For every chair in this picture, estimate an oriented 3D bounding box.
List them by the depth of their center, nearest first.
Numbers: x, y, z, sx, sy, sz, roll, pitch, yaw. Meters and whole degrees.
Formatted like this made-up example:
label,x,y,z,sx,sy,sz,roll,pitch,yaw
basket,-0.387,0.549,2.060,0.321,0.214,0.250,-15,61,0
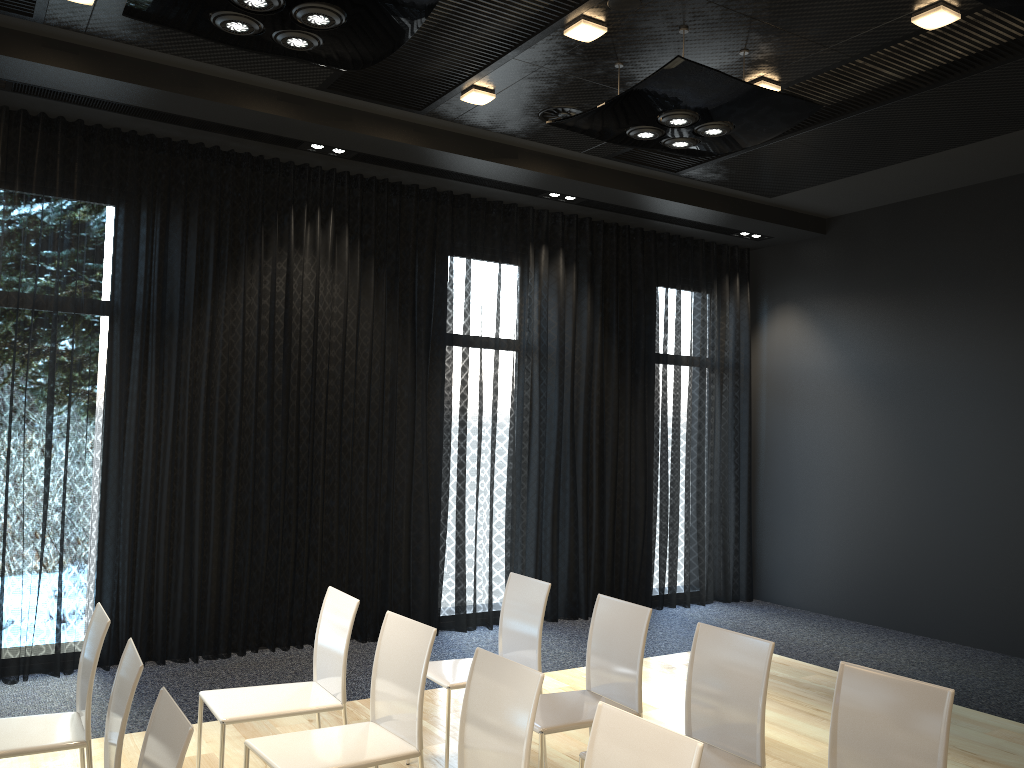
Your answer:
label,x,y,z,sx,sy,sz,roll,pitch,yaw
chair,0.102,1.245,2.001,0.548,0.872,0.420,4,-4,-34
chair,-1.068,1.217,2.036,0.548,0.872,0.420,4,-4,-31
chair,0.923,1.296,2.497,0.548,0.872,0.420,4,-4,-34
chair,-0.240,1.269,2.559,0.548,0.872,0.420,4,-4,-34
chair,-1.400,1.241,2.578,0.548,0.872,0.420,3,-4,-28
chair,0.572,1.319,3.049,0.548,0.872,0.420,4,-4,-32
chair,-0.601,1.292,3.108,0.548,0.872,0.420,4,-4,-35
chair,-1.758,1.264,3.141,0.548,0.872,0.420,3,-4,-30
chair,0.237,1.344,3.614,0.548,0.872,0.420,3,-4,-30
chair,-0.959,1.314,3.634,0.548,0.872,0.420,3,-4,-30
chair,-0.150,1.366,4.169,0.548,0.872,0.420,3,-4,-31

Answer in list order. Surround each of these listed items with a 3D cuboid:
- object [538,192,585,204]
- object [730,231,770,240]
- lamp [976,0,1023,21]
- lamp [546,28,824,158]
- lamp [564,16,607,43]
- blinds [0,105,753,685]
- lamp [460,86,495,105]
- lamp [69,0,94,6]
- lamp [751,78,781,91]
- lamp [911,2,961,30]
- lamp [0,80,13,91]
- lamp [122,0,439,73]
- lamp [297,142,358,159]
label,x,y,z,sx,sy,sz,roll,pitch,yaw
object,0.414,-1.540,7.274,0.389,0.028,0.166,4,-4,-32
object,2.274,-1.423,8.450,0.389,0.028,0.166,4,-4,-32
lamp,2.107,-1.673,3.044,1.097,0.436,1.097,4,-4,-32
lamp,0.928,-1.595,4.901,1.097,0.436,1.097,4,-4,-32
lamp,0.377,-1.817,4.558,0.159,0.049,0.159,4,-4,-32
blinds,-5.328,-0.103,3.906,18.163,3.464,0.261,4,-4,-32
lamp,-0.211,-1.778,5.485,0.159,0.049,0.159,4,-4,-32
lamp,-2.106,-1.897,4.288,0.159,0.049,0.159,4,-4,-32
lamp,1.477,-1.748,5.253,0.159,0.049,0.159,4,-4,-32
lamp,2.067,-1.787,4.324,0.159,0.049,0.159,4,-4,-32
lamp,-3.078,-1.759,5.066,0.389,0.028,0.166,4,-4,-32
lamp,-0.971,-1.714,3.700,1.097,0.436,1.097,4,-4,-32
lamp,-1.285,-1.646,6.199,0.389,0.028,0.166,4,-4,-32
